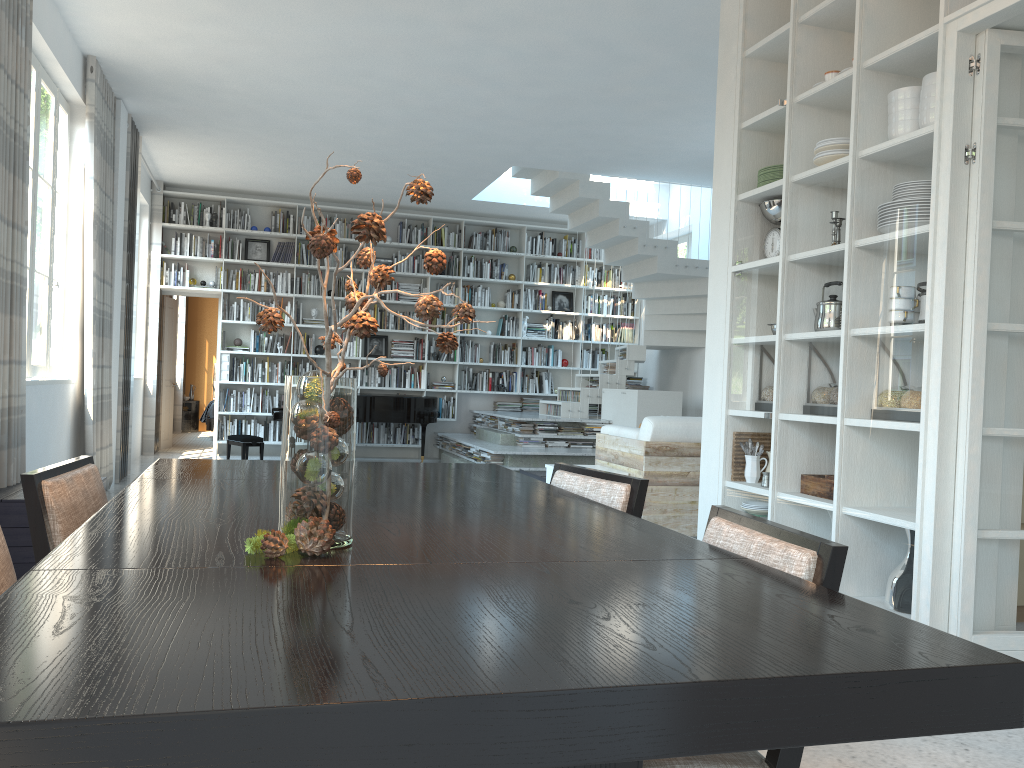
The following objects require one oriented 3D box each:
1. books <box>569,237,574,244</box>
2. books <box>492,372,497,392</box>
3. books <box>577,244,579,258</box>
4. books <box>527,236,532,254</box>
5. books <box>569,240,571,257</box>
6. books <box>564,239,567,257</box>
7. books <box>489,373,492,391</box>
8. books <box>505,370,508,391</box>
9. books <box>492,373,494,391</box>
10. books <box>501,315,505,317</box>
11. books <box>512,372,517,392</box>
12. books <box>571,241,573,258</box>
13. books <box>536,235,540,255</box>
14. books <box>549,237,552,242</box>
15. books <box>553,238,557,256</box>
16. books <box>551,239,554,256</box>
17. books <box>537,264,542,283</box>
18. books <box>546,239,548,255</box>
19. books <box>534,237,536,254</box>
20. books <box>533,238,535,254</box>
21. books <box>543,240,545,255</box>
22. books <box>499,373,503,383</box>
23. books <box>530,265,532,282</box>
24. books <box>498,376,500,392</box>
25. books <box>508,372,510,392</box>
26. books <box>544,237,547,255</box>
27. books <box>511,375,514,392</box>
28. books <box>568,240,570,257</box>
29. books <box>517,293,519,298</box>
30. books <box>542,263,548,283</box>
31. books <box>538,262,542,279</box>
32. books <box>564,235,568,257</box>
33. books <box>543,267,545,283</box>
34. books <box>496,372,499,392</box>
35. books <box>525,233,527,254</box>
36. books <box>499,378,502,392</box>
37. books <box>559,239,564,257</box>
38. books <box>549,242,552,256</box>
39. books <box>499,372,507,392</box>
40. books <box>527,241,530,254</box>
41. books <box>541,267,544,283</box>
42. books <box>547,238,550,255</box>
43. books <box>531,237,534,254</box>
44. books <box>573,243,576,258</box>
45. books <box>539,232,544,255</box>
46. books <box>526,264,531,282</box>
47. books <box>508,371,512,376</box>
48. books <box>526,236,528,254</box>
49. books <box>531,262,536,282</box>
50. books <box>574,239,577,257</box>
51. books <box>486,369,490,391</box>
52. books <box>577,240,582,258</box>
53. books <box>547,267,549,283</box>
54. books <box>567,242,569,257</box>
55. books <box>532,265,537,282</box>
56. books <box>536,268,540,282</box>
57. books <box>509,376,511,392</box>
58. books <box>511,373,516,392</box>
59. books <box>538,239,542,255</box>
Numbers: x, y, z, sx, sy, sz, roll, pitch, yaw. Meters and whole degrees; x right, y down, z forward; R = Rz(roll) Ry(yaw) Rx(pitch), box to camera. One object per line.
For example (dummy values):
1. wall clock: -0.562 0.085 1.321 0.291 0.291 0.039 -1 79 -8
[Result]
1. books: 0.805 -1.844 12.094 0.020 0.299 0.131 2 1 -16
2. books: -0.240 -0.031 11.824 0.026 0.262 0.173 2 0 -16
3. books: 0.876 -1.797 12.125 0.031 0.211 0.131 2 1 -16
4. books: 0.223 -1.844 11.911 0.025 0.250 0.178 2 0 -16
5. books: 0.769 -1.824 12.085 0.017 0.257 0.146 2 1 -16
6. books: 0.699 -1.824 12.051 0.016 0.252 0.189 2 0 -16
7. books: -0.310 -0.025 11.799 0.031 0.244 0.184 2 0 -16
8. books: -0.078 -0.040 11.879 0.013 0.294 0.134 2 1 -16
9. books: -0.268 -0.022 11.833 0.021 0.242 0.131 2 1 -16
10. books: -0.123 -0.774 11.860 0.016 0.290 0.135 2 1 -16
11. books: 0.036 -0.025 11.902 0.025 0.272 0.171 2 0 -16
12. books: 0.791 -1.812 12.070 0.018 0.235 0.186 2 0 -16
13. books: 0.332 -1.853 11.946 0.048 0.278 0.150 2 1 -16
14. books: 0.505 -1.846 12.014 0.012 0.279 0.153 2 1 -16
15. books: 0.558 -1.833 12.013 0.030 0.257 0.164 2 0 -16
16. books: 0.534 -1.832 12.019 0.012 0.254 0.161 2 0 -16
17. books: 0.356 -1.476 11.956 0.026 0.261 0.167 2 0 -16
18. books: 0.451 -1.827 11.976 0.022 0.236 0.172 2 0 -16
19. books: 0.291 -1.840 11.952 0.027 0.249 0.140 2 1 -16
20. books: 0.270 -1.832 11.928 0.024 0.231 0.168 2 0 -16
21. books: 0.407 -1.821 11.983 0.030 0.220 0.133 2 1 -16
22. books: -0.154 -0.021 11.853 0.012 0.249 0.164 2 0 -16
23. books: 0.235 -1.468 11.932 0.013 0.237 0.141 2 1 -16
24. books: -0.196 -0.004 11.846 0.022 0.211 0.135 2 0 -16
25. books: -0.062 -0.025 11.885 0.021 0.265 0.150 2 1 -16
26. books: 0.434 -1.840 11.970 0.014 0.262 0.168 2 0 -16
27. books: -0.012 -0.004 11.882 0.025 0.228 0.175 2 0 -16
28. books: 0.750 -1.821 12.064 0.031 0.248 0.164 2 0 -16
29. books: 0.058 -1.101 11.896 0.013 0.221 0.155 2 0 -16
30. books: 0.443 -1.485 11.983 0.026 0.288 0.156 2 1 -16
31. books: 0.372 -1.493 11.969 0.011 0.296 0.162 2 1 -16
32. books: 0.728 -1.858 12.058 0.007 0.321 0.165 2 1 -16
33. books: 0.412 -1.461 11.996 0.024 0.236 0.146 2 1 -16
34. books: -0.218 -0.031 11.838 0.026 0.263 0.169 2 0 -16
35. books: 0.161 -1.868 11.901 0.028 0.294 0.150 2 1 -16
36. books: -0.172 0.012 11.847 0.025 0.181 0.169 2 0 -16
37. books: 0.669 -1.828 12.033 0.019 0.256 0.169 2 0 -16
38. books: 0.494 -1.808 11.984 0.024 0.202 0.190 2 0 -16
39. books: -0.115 -0.028 11.859 0.070 0.266 0.186 2 0 -16
40. books: 0.202 -1.810 11.894 0.022 0.182 0.189 2 0 -16
41. books: 0.390 -1.456 11.975 0.030 0.224 0.158 2 0 -16
42. books: 0.469 -1.835 11.990 0.021 0.254 0.151 2 1 -16
43. books: 0.249 -1.838 11.914 0.026 0.242 0.184 2 0 -16
44. books: 0.830 -1.798 12.087 0.029 0.210 0.169 2 0 -16
45. books: 0.395 -1.877 11.954 0.014 0.332 0.180 2 1 -16
46. books: 0.223 -1.478 11.930 0.012 0.254 0.161 2 0 -16
47. books: -0.037 -0.033 11.906 0.012 0.282 0.143 2 1 -16
48. books: 0.178 -1.852 11.916 0.014 0.264 0.140 2 1 -16
49. books: 0.267 -1.490 11.941 0.051 0.282 0.166 2 1 -16
50. books: 0.852 -1.832 12.111 0.025 0.279 0.136 2 1 -16
51. books: -0.329 -0.050 11.790 0.012 0.293 0.175 2 1 -16
52. books: 0.911 -1.821 12.111 0.026 0.263 0.163 2 1 -16
53. books: 0.463 -1.460 11.999 0.025 0.238 0.142 2 1 -16
54. books: 0.734 -1.810 12.053 0.007 0.226 0.170 2 0 -16
55. books: 0.301 -1.473 11.960 0.026 0.251 0.130 2 1 -16
56. books: 0.331 -1.450 11.945 0.025 0.207 0.175 2 0 -16
57. books: -0.043 -0.002 11.878 0.013 0.220 0.168 2 0 -16
58. books: 0.011 -0.018 11.895 0.026 0.258 0.156 2 1 -16
59. books: 0.368 -1.828 11.959 0.030 0.231 0.148 2 0 -16
